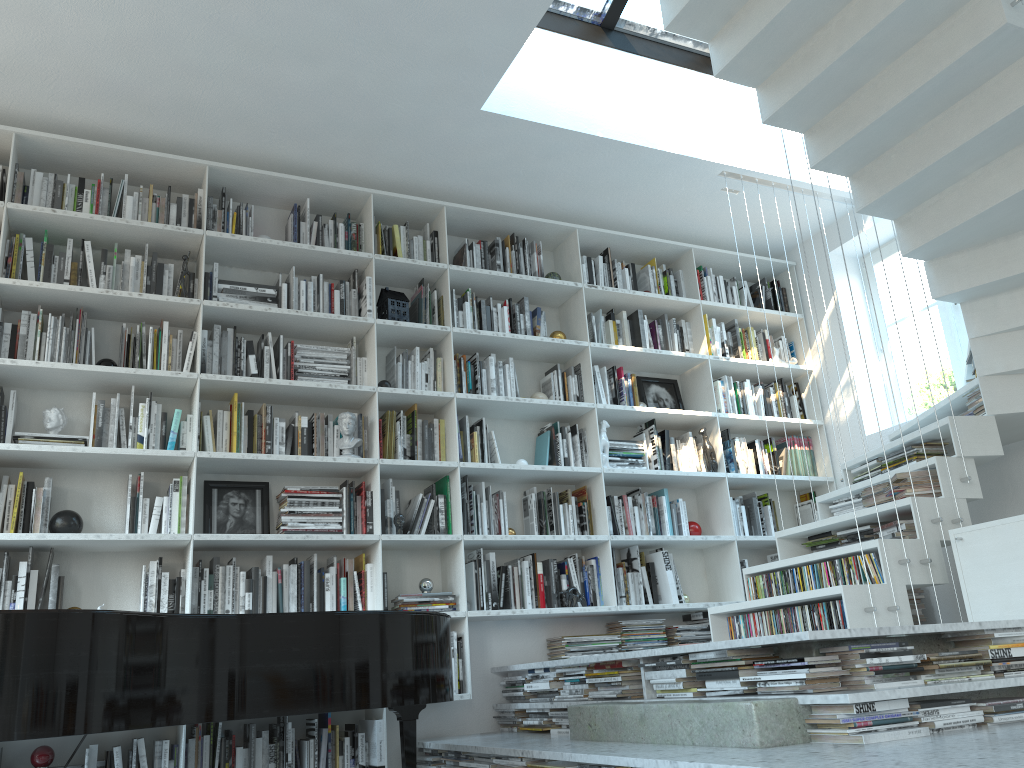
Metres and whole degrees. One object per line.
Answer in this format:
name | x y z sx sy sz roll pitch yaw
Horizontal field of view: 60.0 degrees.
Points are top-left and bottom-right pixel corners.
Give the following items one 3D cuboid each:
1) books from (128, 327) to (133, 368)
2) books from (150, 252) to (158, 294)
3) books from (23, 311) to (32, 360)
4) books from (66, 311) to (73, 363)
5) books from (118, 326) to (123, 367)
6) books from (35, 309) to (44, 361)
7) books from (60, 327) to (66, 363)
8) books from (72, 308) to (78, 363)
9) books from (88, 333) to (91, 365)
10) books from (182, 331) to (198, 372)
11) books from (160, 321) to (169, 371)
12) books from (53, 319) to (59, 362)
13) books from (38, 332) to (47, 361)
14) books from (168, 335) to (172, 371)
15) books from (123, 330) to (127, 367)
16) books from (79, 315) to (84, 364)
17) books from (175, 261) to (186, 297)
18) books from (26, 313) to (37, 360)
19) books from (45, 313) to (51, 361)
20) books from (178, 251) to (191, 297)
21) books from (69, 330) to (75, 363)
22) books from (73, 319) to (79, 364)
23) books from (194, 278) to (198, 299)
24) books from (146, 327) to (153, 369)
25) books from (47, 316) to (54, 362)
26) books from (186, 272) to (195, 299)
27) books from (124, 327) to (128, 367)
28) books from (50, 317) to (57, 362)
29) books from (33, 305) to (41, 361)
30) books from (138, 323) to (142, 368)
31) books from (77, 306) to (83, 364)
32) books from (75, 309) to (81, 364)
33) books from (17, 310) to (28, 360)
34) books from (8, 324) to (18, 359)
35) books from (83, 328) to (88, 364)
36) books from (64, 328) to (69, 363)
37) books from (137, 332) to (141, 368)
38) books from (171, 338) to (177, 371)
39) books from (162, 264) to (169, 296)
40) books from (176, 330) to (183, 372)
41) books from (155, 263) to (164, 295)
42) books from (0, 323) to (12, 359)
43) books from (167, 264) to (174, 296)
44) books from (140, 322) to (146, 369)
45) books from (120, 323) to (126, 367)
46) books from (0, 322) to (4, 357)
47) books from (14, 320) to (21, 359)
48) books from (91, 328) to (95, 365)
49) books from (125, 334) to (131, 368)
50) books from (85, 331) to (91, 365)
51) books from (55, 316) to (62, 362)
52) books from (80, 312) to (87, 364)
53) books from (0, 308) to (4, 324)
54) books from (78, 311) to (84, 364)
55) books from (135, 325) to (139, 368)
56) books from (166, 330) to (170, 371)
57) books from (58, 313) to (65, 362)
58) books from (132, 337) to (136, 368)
books | -1.780 -0.123 4.125 0.005 0.235 0.179 4 -20 -25
books | -1.747 -0.477 4.309 0.022 0.289 0.147 4 -20 -25
books | -2.165 -0.169 3.965 0.012 0.275 0.157 4 -20 -25
books | -2.014 -0.164 4.036 0.011 0.290 0.177 4 -20 -25
books | -1.829 -0.125 4.136 0.005 0.253 0.161 4 -20 -25
books | -2.122 -0.171 3.978 0.010 0.282 0.184 4 -20 -25
books | -2.029 -0.128 4.010 0.011 0.208 0.181 4 -20 -25
books | -2.004 -0.172 4.060 0.004 0.319 0.153 4 -20 -25
books | -1.944 -0.113 4.075 0.004 0.209 0.132 4 -20 -25
books | -1.546 -0.105 4.227 0.064 0.236 0.209 4 -20 -25
books | -1.656 -0.130 4.205 0.022 0.283 0.190 4 -20 -25
books | -2.066 -0.147 4.018 0.011 0.255 0.152 4 -20 -25
books | -2.108 -0.118 3.986 0.029 0.186 0.149 4 -20 -25
books | -1.634 -0.098 4.217 0.011 0.229 0.166 4 -20 -25
books | -1.815 -0.115 4.144 0.005 0.238 0.146 4 -20 -25
books | -1.976 -0.153 4.065 0.004 0.283 0.167 4 -20 -25
books | -1.634 -0.463 4.336 0.055 0.263 0.167 4 -20 -25
books | -2.149 -0.160 3.971 0.024 0.261 0.178 4 -20 -25
books | -2.084 -0.161 3.985 0.009 0.262 0.190 4 -20 -25
books | -1.622 -0.480 4.348 0.058 0.301 0.175 4 -20 -25
books | -2.012 -0.120 4.051 0.012 0.216 0.133 4 -20 -25
books | -1.992 -0.146 4.047 0.010 0.261 0.158 4 -20 -25
books | -1.571 -0.414 4.386 0.019 0.193 0.098 4 -20 -25
books | -1.704 -0.121 4.159 0.013 0.243 0.189 4 -20 -25
books | -2.075 -0.154 3.989 0.012 0.250 0.184 4 -20 -25
books | -1.590 -0.426 4.373 0.028 0.211 0.135 4 -20 -25
books | -1.800 -0.124 4.126 0.005 0.239 0.174 4 -20 -25
books | -2.076 -0.150 4.015 0.010 0.260 0.170 4 -20 -25
books | -2.141 -0.181 3.998 0.011 0.316 0.155 4 -20 -25
books | -1.753 -0.132 4.166 0.005 0.274 0.157 4 -20 -25
books | -1.988 -0.174 4.072 0.005 0.330 0.162 4 -20 -25
books | -1.993 -0.167 4.070 0.005 0.315 0.157 4 -20 -25
books | -2.184 -0.170 3.961 0.026 0.278 0.151 4 -20 -25
books | -2.223 -0.138 3.953 0.024 0.218 0.140 4 -20 -25
books | -1.965 -0.124 4.079 0.009 0.236 0.135 4 -20 -25
books | -2.030 -0.127 4.038 0.011 0.225 0.130 4 -20 -25
books | -1.747 -0.111 4.136 0.006 0.215 0.181 4 -20 -25
books | -1.618 -0.091 4.222 0.024 0.215 0.142 4 -20 -25
books | -1.691 -0.447 4.306 0.022 0.222 0.161 4 -20 -25
books | -1.595 -0.111 4.230 0.022 0.256 0.155 4 -20 -25
books | -1.712 -0.448 4.292 0.030 0.217 0.183 4 -20 -25
books | -2.248 -0.142 3.943 0.029 0.224 0.137 4 -20 -25
books | -1.677 -0.447 4.331 0.025 0.236 0.153 4 -20 -25
books | -1.741 -0.133 4.185 0.033 0.286 0.155 4 -20 -25
books | -1.825 -0.133 4.149 0.012 0.275 0.129 4 -20 -25
books | -2.257 -0.144 3.911 0.015 0.207 0.186 4 -20 -25
books | -2.202 -0.151 3.952 0.012 0.239 0.134 4 -20 -25
books | -1.927 -0.124 4.079 0.031 0.231 0.148 4 -20 -25
books | -1.799 -0.106 4.140 0.013 0.215 0.150 4 -20 -25
books | -1.952 -0.117 4.074 0.012 0.217 0.151 4 -20 -25
books | -2.050 -0.154 4.010 0.009 0.260 0.181 4 -20 -25
books | -1.961 -0.159 4.054 0.011 0.286 0.189 4 -20 -25
books | -2.279 -0.176 3.931 0.012 0.284 0.160 4 -20 -25
books | -1.982 -0.162 4.069 0.005 0.304 0.163 4 -20 -25
books | -1.769 -0.125 4.168 0.009 0.266 0.150 4 -20 -25
books | -1.643 -0.113 4.214 0.010 0.256 0.140 4 -20 -25
books | -2.045 -0.160 4.022 0.011 0.278 0.169 4 -20 -25
books | -1.772 -0.097 4.146 0.011 0.199 0.163 4 -20 -25
